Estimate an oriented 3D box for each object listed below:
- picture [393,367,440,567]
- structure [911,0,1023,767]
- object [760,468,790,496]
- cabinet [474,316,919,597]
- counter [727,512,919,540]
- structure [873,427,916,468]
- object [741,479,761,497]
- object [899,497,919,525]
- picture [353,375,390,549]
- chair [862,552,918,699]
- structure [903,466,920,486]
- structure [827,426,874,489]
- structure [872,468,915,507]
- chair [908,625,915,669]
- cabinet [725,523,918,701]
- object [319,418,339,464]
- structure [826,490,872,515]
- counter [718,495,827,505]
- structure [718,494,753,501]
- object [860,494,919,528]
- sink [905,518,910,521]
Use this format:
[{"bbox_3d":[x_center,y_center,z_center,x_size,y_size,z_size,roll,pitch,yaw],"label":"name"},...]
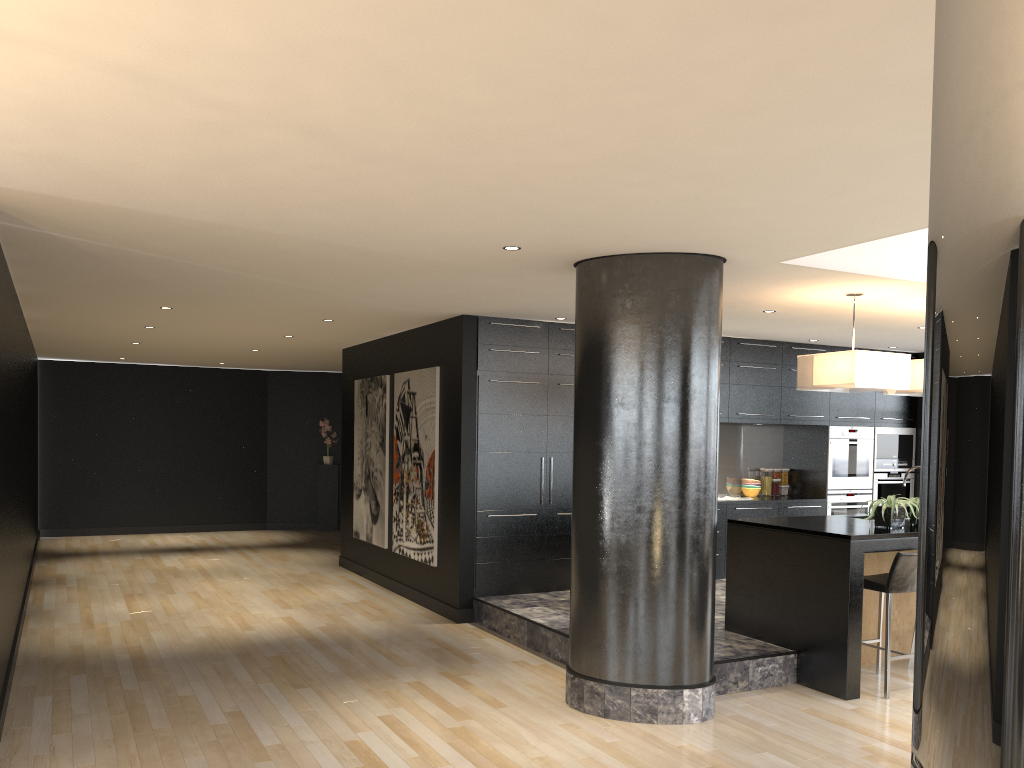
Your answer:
[{"bbox_3d":[-0.948,0.804,8.780,0.077,1.876,1.153,0,1,-27],"label":"picture"},{"bbox_3d":[0.585,0.321,0.270,0.586,2.746,0.890,-1,2,-39],"label":"structure"},{"bbox_3d":[3.045,1.138,10.237,0.366,0.316,0.113,1,1,-27],"label":"object"},{"bbox_3d":[2.080,0.794,9.450,5.731,2.529,0.727,2,1,-27],"label":"cabinet"},{"bbox_3d":[3.288,1.078,6.881,3.117,0.032,1.180,3,-4,-27],"label":"counter"},{"bbox_3d":[4.462,0.744,10.286,0.677,0.475,0.026,2,1,-27],"label":"structure"},{"bbox_3d":[2.721,1.180,10.047,0.205,0.205,0.185,1,-1,-26],"label":"object"},{"bbox_3d":[3.011,0.910,6.419,0.397,0.239,0.407,1,-2,-2],"label":"object"},{"bbox_3d":[-1.588,0.868,10.031,0.077,1.876,1.153,0,1,-27],"label":"picture"},{"bbox_3d":[2.557,1.588,6.016,0.476,0.965,0.518,0,1,-27],"label":"chair"},{"bbox_3d":[3.152,1.164,7.146,2.778,1.020,0.655,2,0,-27],"label":"structure"},{"bbox_3d":[3.822,0.834,9.974,0.701,0.708,0.085,1,2,-27],"label":"structure"},{"bbox_3d":[4.454,1.209,10.303,0.678,0.446,0.070,2,1,-27],"label":"structure"},{"bbox_3d":[3.258,1.621,6.375,0.476,0.965,0.518,0,1,-27],"label":"chair"},{"bbox_3d":[3.279,1.613,6.901,3.117,1.039,1.179,2,-2,-27],"label":"cabinet"},{"bbox_3d":[-3.146,0.985,15.141,0.338,0.788,0.228,1,2,2],"label":"object"},{"bbox_3d":[3.811,1.555,10.000,0.701,0.708,0.085,1,2,-27],"label":"structure"},{"bbox_3d":[2.060,1.251,9.488,2.863,0.034,0.730,3,-4,-27],"label":"counter"},{"bbox_3d":[2.069,1.227,9.470,0.901,0.066,0.520,3,-4,-27],"label":"structure"},{"bbox_3d":[2.635,0.894,6.254,0.406,0.239,0.398,1,-2,-2],"label":"object"},{"bbox_3d":[3.139,1.183,7.079,0.923,0.160,0.461,3,-3,-27],"label":"sink"}]
